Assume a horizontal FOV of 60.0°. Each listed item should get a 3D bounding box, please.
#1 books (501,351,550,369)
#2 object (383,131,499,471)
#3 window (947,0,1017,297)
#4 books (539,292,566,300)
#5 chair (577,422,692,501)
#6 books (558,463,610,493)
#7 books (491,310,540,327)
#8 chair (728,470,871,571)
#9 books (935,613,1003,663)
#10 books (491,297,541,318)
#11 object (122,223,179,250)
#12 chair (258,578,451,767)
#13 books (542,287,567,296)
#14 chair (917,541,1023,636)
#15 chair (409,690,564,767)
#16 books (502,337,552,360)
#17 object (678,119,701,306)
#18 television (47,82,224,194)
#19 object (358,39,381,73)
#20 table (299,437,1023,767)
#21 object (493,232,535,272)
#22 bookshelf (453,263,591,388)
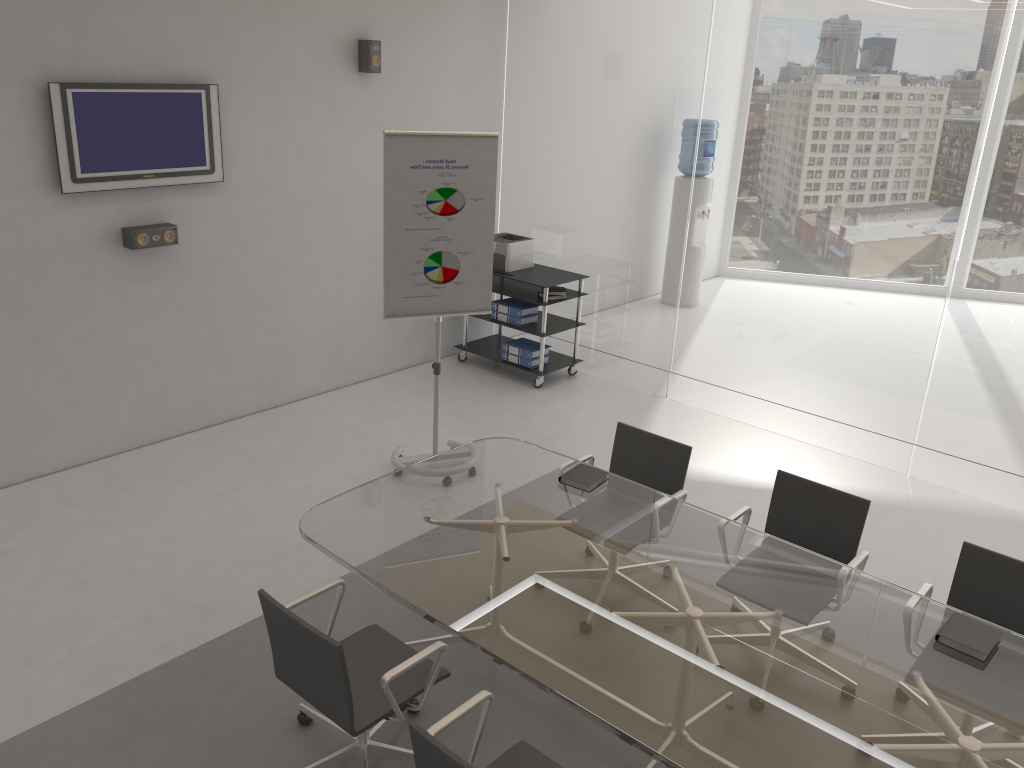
[{"bbox_3d":[0.118,-0.222,7.326,0.320,0.077,0.263,19,26,37],"label":"books"},{"bbox_3d":[-0.442,-0.425,5.291,0.560,2.088,0.553,12,22,24],"label":"object"},{"bbox_3d":[6.904,-3.009,9.825,8.533,4.498,0.100,7,21,9],"label":"window"},{"bbox_3d":[0.325,-0.712,7.089,0.170,0.028,0.146,-9,23,-29],"label":"books"},{"bbox_3d":[0.494,0.691,4.264,0.731,0.805,0.710,11,22,21],"label":"chair"},{"bbox_3d":[0.325,0.421,3.995,0.164,0.032,0.183,16,24,31],"label":"books"},{"bbox_3d":[0.031,-0.559,7.313,0.320,0.077,0.263,19,26,37],"label":"books"},{"bbox_3d":[1.167,0.890,3.825,0.731,0.805,0.710,11,22,21],"label":"chair"},{"bbox_3d":[1.547,0.854,3.002,0.164,0.032,0.183,20,26,39],"label":"books"},{"bbox_3d":[0.036,-0.628,7.289,0.320,0.077,0.263,19,26,37],"label":"books"},{"bbox_3d":[-2.185,-0.895,5.375,0.123,0.117,0.298,19,26,37],"label":"object"},{"bbox_3d":[-0.516,1.044,3.172,0.731,0.805,0.710,12,22,22],"label":"chair"},{"bbox_3d":[0.336,-0.744,7.085,0.183,0.032,0.164,1,20,-6],"label":"books"},{"bbox_3d":[1.735,1.120,3.288,0.731,0.805,0.710,11,22,21],"label":"chair"},{"bbox_3d":[0.047,1.275,2.630,0.731,0.805,0.710,12,22,22],"label":"chair"},{"bbox_3d":[0.123,-0.291,7.302,0.320,0.077,0.263,19,26,37],"label":"books"},{"bbox_3d":[1.931,-1.835,9.596,0.436,1.967,0.436,-5,22,-20],"label":"object"},{"bbox_3d":[-2.168,-1.453,5.200,0.049,0.590,1.013,19,26,37],"label":"television"},{"bbox_3d":[-0.997,-2.305,6.242,0.123,0.216,0.117,19,26,37],"label":"object"},{"bbox_3d":[0.622,1.123,3.230,3.054,0.721,1.372,19,26,37],"label":"table"},{"bbox_3d":[-0.048,-1.098,7.365,0.351,0.235,0.350,19,26,37],"label":"object"},{"bbox_3d":[0.065,-0.534,7.430,0.985,0.855,0.567,19,26,37],"label":"bookshelf"}]
